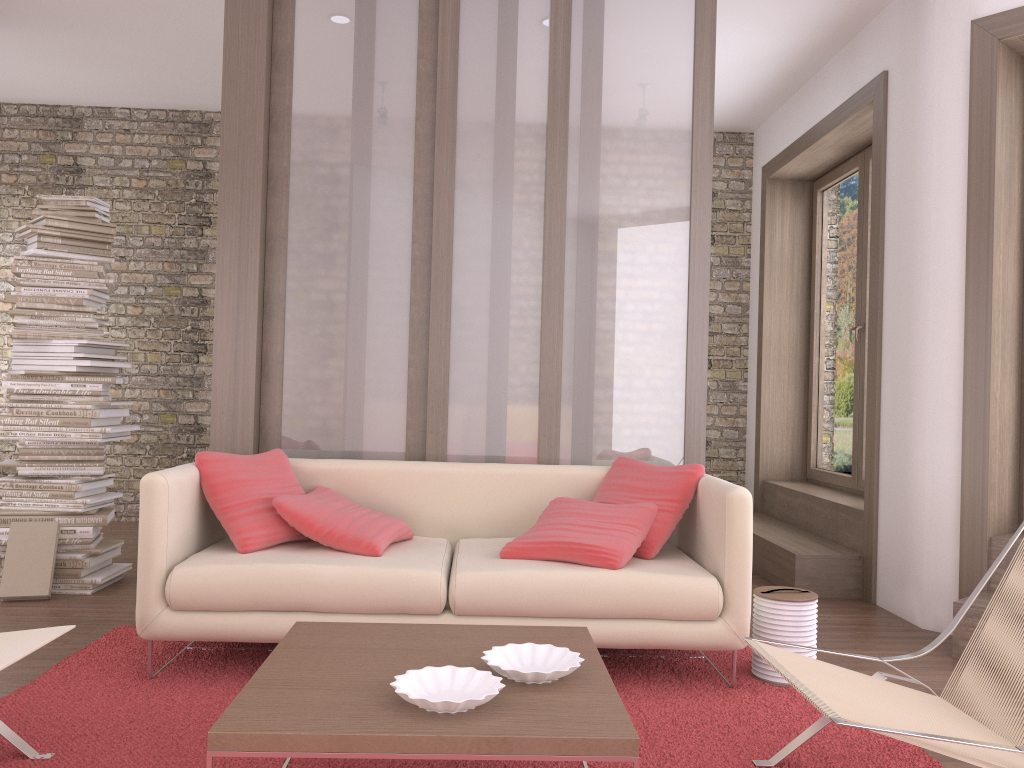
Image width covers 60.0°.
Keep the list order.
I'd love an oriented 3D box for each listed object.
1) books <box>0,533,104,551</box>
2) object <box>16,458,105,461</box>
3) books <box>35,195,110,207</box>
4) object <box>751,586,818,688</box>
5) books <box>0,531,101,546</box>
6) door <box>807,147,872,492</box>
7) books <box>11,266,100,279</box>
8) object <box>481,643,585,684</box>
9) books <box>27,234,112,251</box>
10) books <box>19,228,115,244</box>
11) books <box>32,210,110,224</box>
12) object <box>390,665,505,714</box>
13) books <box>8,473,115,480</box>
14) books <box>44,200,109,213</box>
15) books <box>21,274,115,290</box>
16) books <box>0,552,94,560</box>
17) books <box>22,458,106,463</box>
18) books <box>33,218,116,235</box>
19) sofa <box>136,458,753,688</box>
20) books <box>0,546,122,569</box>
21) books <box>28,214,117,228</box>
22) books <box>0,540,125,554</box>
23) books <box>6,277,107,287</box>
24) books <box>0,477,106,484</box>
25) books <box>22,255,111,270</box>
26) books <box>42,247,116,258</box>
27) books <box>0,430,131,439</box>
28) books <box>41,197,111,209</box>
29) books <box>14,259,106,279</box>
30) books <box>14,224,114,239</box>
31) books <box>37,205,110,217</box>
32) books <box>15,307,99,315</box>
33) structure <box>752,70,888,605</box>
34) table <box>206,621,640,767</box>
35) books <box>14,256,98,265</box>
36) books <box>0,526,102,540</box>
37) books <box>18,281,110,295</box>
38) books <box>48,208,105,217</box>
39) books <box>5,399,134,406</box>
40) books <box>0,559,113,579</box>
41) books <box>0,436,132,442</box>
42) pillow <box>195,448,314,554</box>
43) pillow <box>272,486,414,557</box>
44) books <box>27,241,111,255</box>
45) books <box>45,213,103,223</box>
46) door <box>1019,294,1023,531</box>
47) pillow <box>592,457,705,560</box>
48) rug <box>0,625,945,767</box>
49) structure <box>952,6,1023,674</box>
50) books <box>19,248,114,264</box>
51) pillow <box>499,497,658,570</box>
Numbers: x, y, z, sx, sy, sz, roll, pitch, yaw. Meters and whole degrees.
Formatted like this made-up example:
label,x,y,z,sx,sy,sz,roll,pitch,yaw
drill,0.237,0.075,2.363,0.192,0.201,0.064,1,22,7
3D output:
label,x,y,z,sx,sy,sz,roll,pitch,yaw
books,-2.448,0.836,4.702,0.469,0.028,0.368,2,-1,-17
object,-2.412,0.402,4.760,0.413,0.008,0.243,2,-1,-22
books,-2.385,-0.996,4.827,0.313,0.014,0.204,2,-1,-2
object,1.044,0.958,3.398,0.239,0.341,0.239,1,-1,30
books,-2.432,0.806,4.671,0.442,0.025,0.346,2,-1,-17
door,2.282,-0.416,5.791,0.117,2.221,1.750,2,-1,-2
books,-2.451,-0.585,4.787,0.401,0.035,0.315,2,-1,-22
object,0.049,0.682,2.143,0.251,0.043,0.249,1,-1,10
books,-2.413,-0.760,4.837,0.371,0.036,0.211,2,-1,-42
books,-2.411,-0.790,4.806,0.412,0.019,0.259,2,-1,-42
books,-2.395,-0.910,4.828,0.327,0.023,0.198,2,-1,-2
object,-0.141,0.674,1.934,0.249,0.043,0.251,2,-1,-32
books,-2.413,0.490,4.769,0.448,0.016,0.264,2,-1,3
books,-2.368,-0.964,4.832,0.260,0.029,0.193,1,-1,13
books,-2.401,-0.555,4.821,0.434,0.019,0.324,2,-1,-22
books,-2.449,0.879,4.691,0.510,0.020,0.399,2,-1,-2
books,-2.406,0.411,4.780,0.385,0.008,0.274,2,-1,-22
books,-2.382,-0.840,4.821,0.351,0.036,0.275,2,-1,-42
sofa,-0.245,0.722,3.589,2.204,0.751,0.919,2,-1,-2
books,-2.432,0.913,4.716,0.542,0.046,0.421,2,-1,-2
books,-2.383,-0.866,4.812,0.366,0.012,0.287,2,-1,-42
books,-2.396,0.860,4.718,0.542,0.020,0.320,2,-1,-2
books,-2.447,-0.534,4.796,0.470,0.022,0.306,2,-1,-22
books,-2.459,0.505,4.750,0.422,0.016,0.330,2,-1,3
books,-2.416,-0.662,4.824,0.416,0.015,0.245,2,-1,-22
books,-2.383,-0.699,4.815,0.351,0.010,0.284,2,-1,-42
books,-2.446,0.264,4.800,0.612,0.028,0.399,2,-1,-2
books,-2.367,-0.984,4.821,0.277,0.008,0.216,2,-1,-2
books,-2.441,-0.621,4.813,0.416,0.035,0.323,2,-1,-22
books,-2.423,-0.811,4.802,0.435,0.019,0.248,2,-1,-42
books,-2.382,-0.941,4.827,0.303,0.015,0.202,2,-1,-2
books,-2.454,-0.387,4.789,0.395,0.009,0.233,2,-1,-27
structure,1.956,-0.243,5.792,0.808,2.881,2.039,2,-1,-2
table,-0.192,0.886,2.170,0.850,0.378,0.850,2,-1,-2
books,-2.447,-0.648,4.790,0.392,0.015,0.306,2,-1,-22
books,-2.447,0.764,4.689,0.469,0.057,0.364,2,-1,-17
books,-2.405,-0.515,4.786,0.416,0.012,0.324,2,-1,-22
books,-2.368,-0.926,4.836,0.258,0.010,0.183,2,-1,-17
books,-2.395,0.098,4.823,0.542,0.020,0.320,2,-1,-2
books,-2.456,0.960,4.688,0.522,0.046,0.410,2,-1,-2
books,-2.398,0.288,4.769,0.542,0.016,0.423,2,-1,-2
pillow,-1.017,0.466,3.629,0.379,0.377,0.498,1,-1,33
pillow,-0.683,0.559,3.639,0.467,0.224,0.507,1,-1,10
books,-2.414,-0.723,4.836,0.371,0.036,0.211,2,-1,-42
books,-2.379,-0.885,4.825,0.272,0.023,0.201,2,-1,-22
door,3.092,-0.419,3.650,0.142,2.275,1.800,2,-1,-43
pillow,0.502,0.511,3.734,0.379,0.377,0.498,2,-1,-42
rug,-0.190,1.081,2.253,2.938,0.016,3.344,2,-1,-2
structure,2.832,-0.252,3.413,0.845,2.881,2.039,2,-1,-42
books,-2.409,-0.682,4.804,0.404,0.026,0.266,2,-1,-42
pillow,0.276,0.584,3.505,0.507,0.224,0.467,1,-1,25
